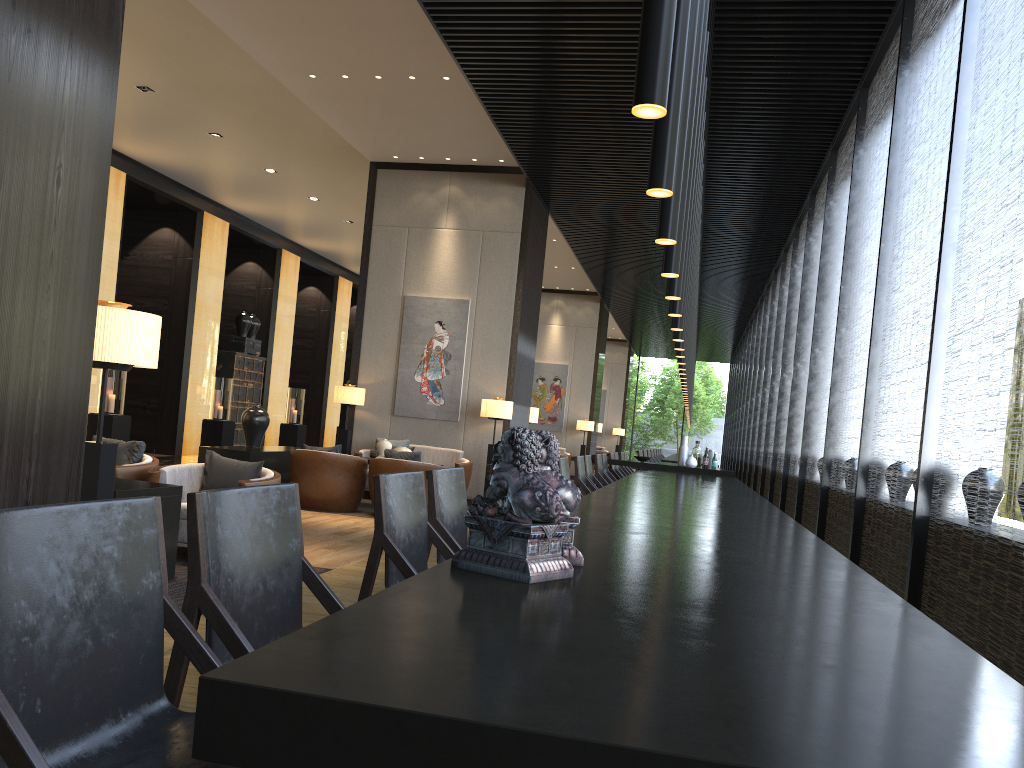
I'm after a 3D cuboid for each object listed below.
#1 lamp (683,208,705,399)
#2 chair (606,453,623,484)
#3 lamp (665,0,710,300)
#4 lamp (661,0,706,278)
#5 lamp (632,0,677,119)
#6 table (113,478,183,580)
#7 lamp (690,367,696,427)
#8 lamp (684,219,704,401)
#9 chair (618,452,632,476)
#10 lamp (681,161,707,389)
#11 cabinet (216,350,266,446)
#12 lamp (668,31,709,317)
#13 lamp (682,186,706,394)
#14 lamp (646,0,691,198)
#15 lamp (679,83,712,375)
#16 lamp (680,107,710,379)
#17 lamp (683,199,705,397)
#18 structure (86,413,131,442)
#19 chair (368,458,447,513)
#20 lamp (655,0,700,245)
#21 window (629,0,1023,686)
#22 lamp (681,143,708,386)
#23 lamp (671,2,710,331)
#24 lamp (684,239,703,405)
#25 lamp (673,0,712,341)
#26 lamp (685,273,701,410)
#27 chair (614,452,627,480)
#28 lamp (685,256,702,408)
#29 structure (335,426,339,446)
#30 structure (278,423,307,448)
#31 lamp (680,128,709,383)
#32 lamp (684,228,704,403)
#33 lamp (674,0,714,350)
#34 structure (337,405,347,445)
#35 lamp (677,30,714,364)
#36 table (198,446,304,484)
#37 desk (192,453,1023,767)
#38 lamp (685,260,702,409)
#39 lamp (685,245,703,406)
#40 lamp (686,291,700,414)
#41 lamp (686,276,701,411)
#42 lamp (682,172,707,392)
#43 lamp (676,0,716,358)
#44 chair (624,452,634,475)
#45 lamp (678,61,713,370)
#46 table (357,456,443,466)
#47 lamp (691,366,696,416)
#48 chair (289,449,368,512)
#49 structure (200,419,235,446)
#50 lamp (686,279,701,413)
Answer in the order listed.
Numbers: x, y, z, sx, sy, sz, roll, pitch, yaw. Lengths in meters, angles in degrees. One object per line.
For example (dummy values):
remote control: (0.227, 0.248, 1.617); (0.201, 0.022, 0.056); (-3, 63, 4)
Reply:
lamp: (2.259, -1.026, 10.919); (0.060, 2.421, 0.060); (6, 1, 7)
chair: (1.368, 1.268, 10.770); (0.562, 0.827, 0.526); (5, 0, 12)
lamp: (0.750, -1.542, 3.485); (0.060, 2.421, 0.060); (6, 1, 7)
lamp: (0.655, -1.574, 3.015); (0.060, 2.421, 0.060); (6, 1, 7)
lamp: (0.354, -1.678, 1.531); (0.060, 2.421, 0.060); (6, 1, 7)
table: (-2.400, 0.754, 4.695); (1.041, 0.517, 0.576); (5, -1, 12)
lamp: (6.092, 0.286, 29.808); (0.060, 2.421, 0.060); (6, 1, 17)
lamp: (2.369, -0.988, 11.459); (0.060, 2.421, 0.060); (6, 1, 7)
chair: (1.683, 1.376, 12.327); (0.562, 0.827, 0.526); (5, 0, 12)
lamp: (1.886, -1.153, 9.081); (0.060, 2.421, 0.060); (6, 1, 7)
cabinet: (-5.317, 0.382, 16.951); (0.547, 1.923, 1.189); (6, 0, 12)
lamp: (0.844, -1.510, 3.946); (0.060, 2.421, 0.060); (6, 1, 7)
lamp: (2.069, -1.090, 9.984); (0.060, 2.421, 0.060); (6, 1, 7)
lamp: (0.455, -1.643, 2.028); (0.060, 2.421, 0.060); (6, 1, 7)
lamp: (1.506, -1.283, 7.209); (0.060, 2.421, 0.060); (6, 1, 7)
lamp: (1.601, -1.251, 7.678); (0.060, 2.421, 0.060); (6, 1, 17)
lamp: (2.173, -1.055, 10.496); (0.060, 2.421, 0.060); (6, 1, 7)
structure: (-5.694, 0.753, 12.479); (0.402, 0.658, 0.403); (5, 0, 12)
chair: (-1.076, 1.049, 8.839); (0.803, 0.604, 0.607); (5, -1, 12)
lamp: (0.554, -1.609, 2.518); (0.060, 2.421, 0.060); (6, 1, 7)
window: (-1.299, -0.419, 16.371); (12.040, 4.227, 31.941); (5, -3, 12)
lamp: (1.790, -1.186, 8.606); (0.060, 2.421, 0.060); (6, 1, 7)
lamp: (0.943, -1.476, 4.434); (0.060, 2.421, 0.060); (6, 1, 7)
lamp: (2.573, -0.918, 12.469); (0.060, 2.421, 0.060); (6, 1, 7)
lamp: (1.035, -1.444, 4.887); (0.060, 2.421, 0.060); (6, 1, 7)
lamp: (2.983, -0.778, 14.488); (0.060, 2.421, 0.060); (6, 1, 7)
chair: (1.482, 1.308, 11.334); (0.562, 0.827, 0.526); (5, 0, 12)
lamp: (2.776, -0.849, 13.469); (0.060, 2.421, 0.060); (6, 1, 7)
structure: (-3.942, 1.352, 21.113); (0.402, 0.658, 0.403); (5, 0, 12)
structure: (-4.526, 1.152, 18.235); (0.402, 0.658, 0.403); (5, 0, 12)
lamp: (1.701, -1.217, 8.169); (0.060, 2.421, 0.060); (6, 1, 7)
lamp: (2.471, -0.953, 11.965); (0.060, 2.421, 0.060); (6, 1, 7)
lamp: (1.129, -1.412, 5.351); (0.060, 2.421, 0.060); (6, 1, 7)
structure: (-2.172, 0.784, 11.815); (0.240, 1.218, 0.240); (6, 0, 12)
lamp: (1.317, -1.348, 6.279); (0.060, 2.421, 0.060); (6, 1, 7)
table: (-2.746, 0.980, 9.941); (0.619, 0.513, 1.963); (5, -3, 12)
desk: (2.607, 1.631, 15.032); (1.778, 0.759, 28.784); (5, -3, 12)
lamp: (2.881, -0.813, 13.984); (0.060, 2.421, 0.060); (6, 1, 7)
lamp: (2.675, -0.883, 12.971); (0.060, 2.421, 0.060); (6, 1, 7)
lamp: (3.287, -0.674, 15.987); (0.060, 2.421, 0.060); (6, 1, 7)
lamp: (3.085, -0.743, 14.990); (0.060, 2.421, 0.060); (6, 1, 7)
lamp: (1.977, -1.122, 9.529); (0.060, 2.421, 0.060); (6, 1, 7)
lamp: (1.219, -1.381, 5.795); (0.060, 2.421, 0.060); (6, 1, 17)
chair: (1.798, 1.416, 12.890); (0.562, 0.827, 0.526); (5, 0, 12)
lamp: (1.416, -1.314, 6.764); (0.060, 2.421, 0.060); (6, 1, 17)
table: (-1.363, 1.109, 9.804); (1.041, 0.517, 0.576); (5, -1, 12)
lamp: (5.990, 0.251, 29.305); (0.060, 2.421, 0.060); (6, 1, 17)
chair: (-1.910, 0.977, 9.010); (0.803, 0.604, 0.607); (5, -1, 12)
structure: (-5.110, 0.953, 15.357); (0.402, 0.658, 0.403); (5, 0, 12)
lamp: (3.186, -0.708, 15.488); (0.060, 2.421, 0.060); (6, 1, 7)
